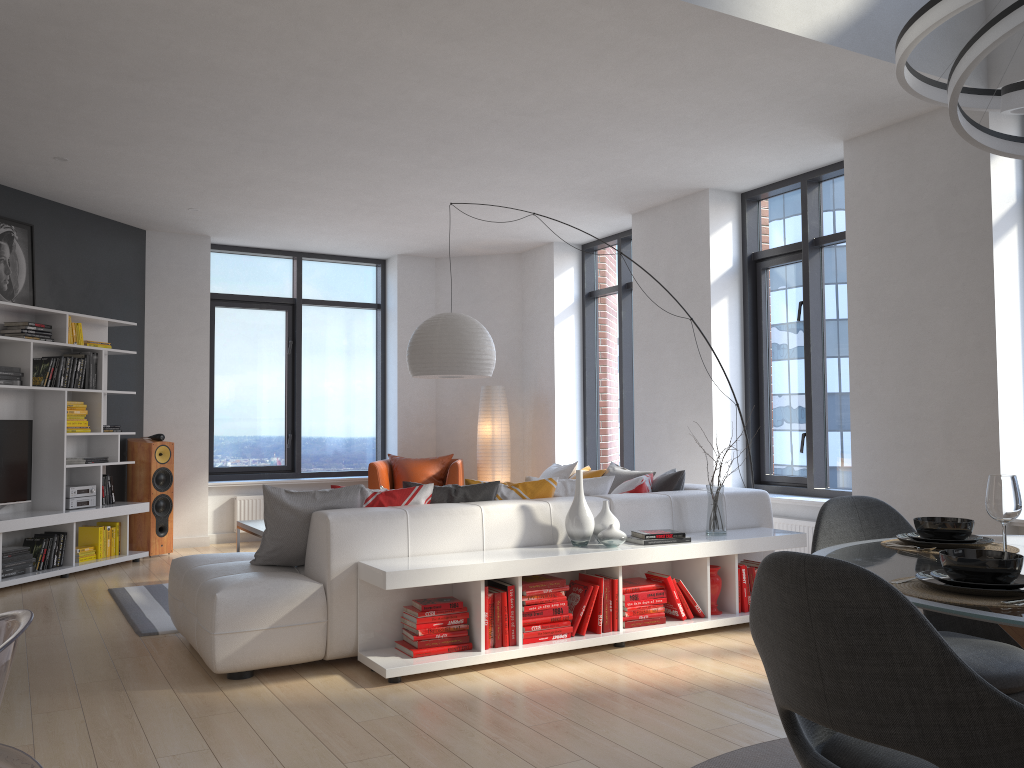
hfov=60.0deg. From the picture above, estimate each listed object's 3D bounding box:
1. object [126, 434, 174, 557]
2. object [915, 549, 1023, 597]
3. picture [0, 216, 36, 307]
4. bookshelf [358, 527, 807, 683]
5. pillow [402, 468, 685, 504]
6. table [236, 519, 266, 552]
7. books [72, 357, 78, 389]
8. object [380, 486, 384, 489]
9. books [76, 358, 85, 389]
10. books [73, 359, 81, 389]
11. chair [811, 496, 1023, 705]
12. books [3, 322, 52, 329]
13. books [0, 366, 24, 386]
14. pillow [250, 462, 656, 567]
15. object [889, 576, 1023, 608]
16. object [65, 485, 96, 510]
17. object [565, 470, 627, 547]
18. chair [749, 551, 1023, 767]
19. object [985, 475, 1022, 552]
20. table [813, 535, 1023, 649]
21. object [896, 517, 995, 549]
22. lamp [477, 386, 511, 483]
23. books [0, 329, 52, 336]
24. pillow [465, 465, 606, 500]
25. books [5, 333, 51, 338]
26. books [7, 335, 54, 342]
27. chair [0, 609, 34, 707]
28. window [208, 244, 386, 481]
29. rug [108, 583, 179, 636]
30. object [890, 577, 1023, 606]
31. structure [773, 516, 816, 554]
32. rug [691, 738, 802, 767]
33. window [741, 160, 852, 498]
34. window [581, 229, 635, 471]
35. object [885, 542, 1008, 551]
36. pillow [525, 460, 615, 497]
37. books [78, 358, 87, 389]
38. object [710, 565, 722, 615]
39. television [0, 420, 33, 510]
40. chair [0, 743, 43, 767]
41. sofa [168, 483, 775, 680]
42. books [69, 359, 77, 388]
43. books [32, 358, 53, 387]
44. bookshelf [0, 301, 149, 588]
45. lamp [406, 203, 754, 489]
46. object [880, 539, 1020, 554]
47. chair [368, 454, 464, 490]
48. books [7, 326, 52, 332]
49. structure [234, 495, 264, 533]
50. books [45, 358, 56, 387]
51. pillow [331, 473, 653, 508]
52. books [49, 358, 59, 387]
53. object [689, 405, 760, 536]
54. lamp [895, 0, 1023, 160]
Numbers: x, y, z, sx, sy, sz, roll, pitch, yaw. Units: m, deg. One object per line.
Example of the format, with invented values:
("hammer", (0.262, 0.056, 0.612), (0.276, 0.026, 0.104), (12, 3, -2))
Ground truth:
("object", (-3.273, 0.989, 7.943), (0.434, 1.088, 0.290), (-2, -3, 30))
("object", (0.999, 0.399, 1.888), (0.258, 0.074, 0.258), (-3, -4, 41))
("picture", (-3.944, -0.939, 6.406), (0.076, 0.707, 1.279), (-1, -3, 15))
("bookshelf", (0.494, 1.100, 4.653), (2.600, 0.500, 0.356), (1, -3, -29))
("pillow", (0.298, 0.748, 5.335), (2.120, 0.436, 0.608), (1, -3, -34))
("table", (-1.290, 1.214, 6.337), (1.091, 0.435, 1.091), (1, -3, -29))
("books", (-3.582, -0.085, 7.101), (0.192, 0.254, 0.075), (-1, -3, 14))
("object", (-1.013, 0.861, 6.335), (0.330, 0.265, 0.330), (0, -3, -5))
("books", (-3.563, -0.080, 7.162), (0.191, 0.249, 0.084), (-1, -3, 15))
("books", (-3.562, -0.079, 7.123), (0.179, 0.243, 0.071), (-1, -3, 14))
("chair", (1.231, 0.799, 2.623), (0.655, 0.891, 0.619), (1, -3, -23))
("books", (-3.702, -0.444, 6.784), (0.209, 0.030, 0.266), (-1, -3, 9))
("books", (-3.793, -0.056, 6.453), (0.277, 0.137, 0.343), (-1, -3, 10))
("pillow", (-0.230, 0.751, 5.408), (2.953, 0.453, 0.647), (2, -4, -42))
("object", (0.992, 0.437, 1.883), (0.360, 0.002, 0.360), (-2, -3, 35))
("object", (-3.545, 0.908, 7.121), (0.270, 0.174, 0.285), (-1, -3, 15))
("object", (0.433, 0.654, 4.709), (0.316, 0.398, 0.319), (0, -3, -6))
("chair", (0.802, 0.759, 1.730), (0.619, 0.891, 0.655), (1, -3, -28))
("object", (1.267, 0.345, 2.284), (0.083, 0.220, 0.083), (-2, -3, 32))
("table", (1.484, 0.825, 2.055), (1.499, 0.764, 1.499), (2, -4, -40))
("object", (1.252, 0.430, 2.570), (0.258, 0.074, 0.258), (-3, -4, 41))
("lamp", (-0.005, 0.787, 9.034), (0.804, 1.550, 0.502), (-1, -3, 21))
("books", (-3.717, -0.389, 6.786), (0.214, 0.030, 0.284), (-1, -3, 19))
("pillow", (0.209, 0.791, 5.899), (0.630, 0.440, 2.095), (-1, -3, 17))
("books", (-3.698, -0.364, 6.776), (0.189, 0.020, 0.264), (-1, -3, 14))
("books", (-3.694, -0.339, 6.775), (0.214, 0.030, 0.284), (-1, -3, 19))
("chair", (-0.939, 0.776, 1.270), (0.434, 0.838, 0.475), (1, -3, -32))
("window", (-2.292, -0.204, 9.446), (1.960, 2.402, 0.170), (1, -3, -29))
("rug", (-1.432, 1.425, 6.105), (2.326, 0.016, 1.662), (1, -3, -30))
("object", (0.996, 0.429, 1.878), (0.206, 0.015, 0.309), (1, -3, -25))
("structure", (1.994, 1.189, 6.328), (0.110, 0.460, 1.015), (1, -3, -29))
("rug", (1.478, 1.212, 2.032), (2.499, 0.010, 2.499), (-2, -3, 33))
("window", (2.254, -0.372, 6.594), (0.170, 2.402, 1.310), (1, -3, -29))
("window", (1.121, -0.268, 8.593), (0.170, 2.402, 1.310), (1, -3, -29))
("object", (1.249, 0.460, 2.554), (0.309, 0.015, 0.206), (1, -3, -25))
("pillow", (0.258, 0.788, 6.214), (0.580, 0.456, 2.156), (0, -3, -4))
("books", (-3.555, -0.083, 7.196), (0.197, 0.260, 0.066), (-1, -3, 15))
("object", (1.112, 1.152, 4.967), (0.125, 0.258, 0.125), (-3, -3, 38))
("television", (-3.847, 0.604, 6.279), (0.207, 0.704, 1.102), (-1, -3, 15))
("chair", (-0.644, 0.774, 0.749), (0.475, 0.787, 0.434), (-2, -3, 23))
("sofa", (-0.463, 1.046, 5.821), (3.424, 0.732, 2.614), (1, -3, -30))
("books", (-3.563, -0.079, 7.072), (0.172, 0.242, 0.069), (-1, -3, 16))
("books", (-3.651, -0.086, 6.845), (0.182, 0.234, 0.104), (-1, -3, 16))
("bookshelf", (-3.741, 0.429, 6.266), (0.455, 2.052, 3.000), (-1, -3, 15))
("lamp", (0.891, 0.080, 5.857), (3.199, 2.647, 0.710), (-1, -3, 6))
("object", (1.258, 0.468, 2.559), (0.360, 0.002, 0.360), (-1, -3, 13))
("chair", (-0.917, 1.127, 8.821), (0.896, 0.858, 0.843), (-1, -3, 3))
("books", (-3.690, -0.418, 6.783), (0.180, 0.026, 0.246), (-1, -3, 18))
("structure", (-2.092, 1.350, 9.100), (1.474, 0.460, 0.110), (1, -3, -29))
("books", (-3.646, -0.084, 6.878), (0.187, 0.234, 0.096), (-1, -3, 16))
("pillow", (0.018, 0.768, 5.166), (2.250, 0.449, 0.575), (1, -3, -32))
("books", (-3.625, -0.083, 6.905), (0.169, 0.233, 0.081), (-1, -3, 14))
("object", (1.217, 0.492, 5.071), (0.406, 0.744, 0.607), (-1, -3, 10))
("lamp", (1.451, -2.871, 2.224), (1.000, 4.513, 1.000), (1, -3, -28))
